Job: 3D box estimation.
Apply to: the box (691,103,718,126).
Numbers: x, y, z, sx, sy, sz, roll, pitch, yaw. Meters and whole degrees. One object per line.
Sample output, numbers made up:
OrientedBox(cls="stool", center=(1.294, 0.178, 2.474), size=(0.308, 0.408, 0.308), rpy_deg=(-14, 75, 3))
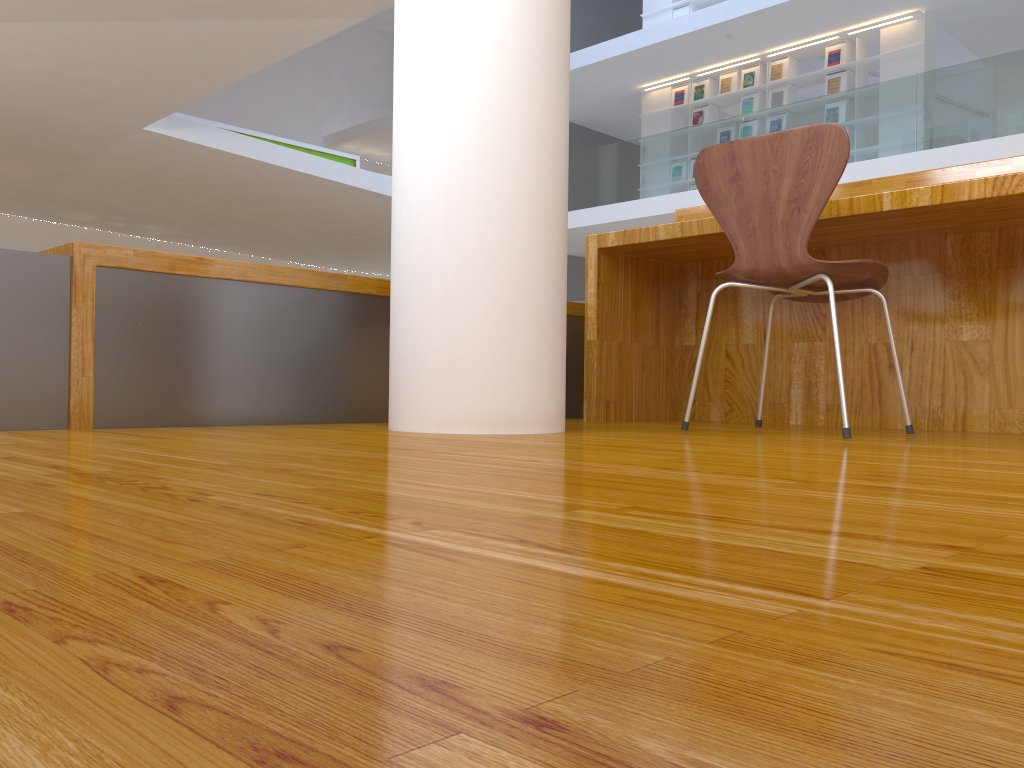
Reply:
OrientedBox(cls="box", center=(2.462, -3.409, 11.373), size=(0.245, 0.296, 0.274), rpy_deg=(0, 0, 44))

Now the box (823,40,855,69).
OrientedBox(cls="box", center=(3.731, -3.728, 10.117), size=(0.245, 0.296, 0.274), rpy_deg=(0, 0, 44))

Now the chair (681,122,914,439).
OrientedBox(cls="chair", center=(0.703, -0.228, 2.175), size=(0.428, 0.693, 0.381), rpy_deg=(0, 0, 44))

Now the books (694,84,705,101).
OrientedBox(cls="books", center=(2.385, -3.697, 11.288), size=(0.145, 0.210, 0.037), rpy_deg=(0, 0, 44))

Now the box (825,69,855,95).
OrientedBox(cls="box", center=(3.731, -3.399, 10.110), size=(0.245, 0.296, 0.274), rpy_deg=(0, 0, 44))

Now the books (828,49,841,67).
OrientedBox(cls="books", center=(3.652, -3.677, 10.049), size=(0.145, 0.210, 0.037), rpy_deg=(0, 0, 44))

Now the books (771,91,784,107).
OrientedBox(cls="books", center=(3.149, -3.364, 10.531), size=(0.145, 0.210, 0.037), rpy_deg=(0, 0, 44))

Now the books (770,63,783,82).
OrientedBox(cls="books", center=(3.148, -3.695, 10.544), size=(0.145, 0.210, 0.037), rpy_deg=(0, 0, 44))

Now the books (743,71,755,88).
OrientedBox(cls="books", center=(2.887, -3.690, 10.799), size=(0.145, 0.210, 0.037), rpy_deg=(0, 0, 44))

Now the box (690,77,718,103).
OrientedBox(cls="box", center=(2.458, -3.738, 11.366), size=(0.245, 0.296, 0.274), rpy_deg=(0, 0, 44))

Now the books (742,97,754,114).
OrientedBox(cls="books", center=(2.869, -3.377, 10.806), size=(0.145, 0.210, 0.037), rpy_deg=(0, 0, 44))

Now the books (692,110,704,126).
OrientedBox(cls="books", center=(2.369, -3.369, 11.302), size=(0.145, 0.210, 0.037), rpy_deg=(0, 0, 44))

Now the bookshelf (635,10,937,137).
OrientedBox(cls="bookshelf", center=(3.108, -3.061, 10.711), size=(3.666, 1.836, 0.498), rpy_deg=(0, 0, 44))

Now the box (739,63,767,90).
OrientedBox(cls="box", center=(2.965, -3.734, 10.869), size=(0.245, 0.296, 0.274), rpy_deg=(0, 0, 44))

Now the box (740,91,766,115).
OrientedBox(cls="box", center=(2.956, -3.405, 10.872), size=(0.245, 0.296, 0.274), rpy_deg=(0, 0, 44))

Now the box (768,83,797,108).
OrientedBox(cls="box", center=(3.225, -3.403, 10.607), size=(0.245, 0.296, 0.274), rpy_deg=(0, 0, 44))

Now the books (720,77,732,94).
OrientedBox(cls="books", center=(2.662, -3.699, 11.020), size=(0.145, 0.210, 0.037), rpy_deg=(0, 0, 44))

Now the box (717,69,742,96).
OrientedBox(cls="box", center=(2.745, -3.736, 11.084), size=(0.245, 0.296, 0.274), rpy_deg=(0, 0, 44))

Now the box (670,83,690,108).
OrientedBox(cls="box", center=(2.239, -3.737, 11.581), size=(0.245, 0.296, 0.274), rpy_deg=(0, 0, 44))

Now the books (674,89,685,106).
OrientedBox(cls="books", center=(2.172, -3.700, 11.501), size=(0.145, 0.210, 0.037), rpy_deg=(0, 0, 44))

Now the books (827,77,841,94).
OrientedBox(cls="books", center=(3.648, -3.362, 10.047), size=(0.145, 0.210, 0.037), rpy_deg=(0, 0, 44))

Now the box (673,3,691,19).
OrientedBox(cls="box", center=(2.255, -4.771, 11.585), size=(0.245, 0.296, 0.274), rpy_deg=(0, 0, 44))

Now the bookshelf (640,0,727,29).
OrientedBox(cls="bookshelf", center=(3.136, -5.076, 10.723), size=(3.666, 1.836, 0.498), rpy_deg=(0, 0, 44))

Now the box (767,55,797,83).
OrientedBox(cls="box", center=(3.232, -3.732, 10.607), size=(0.245, 0.296, 0.274), rpy_deg=(0, 0, 44))

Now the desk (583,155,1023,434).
OrientedBox(cls="desk", center=(1.810, -0.238, 2.186), size=(3.194, 0.762, 1.247), rpy_deg=(0, 0, 44))

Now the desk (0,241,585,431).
OrientedBox(cls="desk", center=(-0.172, 0.010, 3.264), size=(0.760, 0.606, 3.356), rpy_deg=(0, 0, 44))
